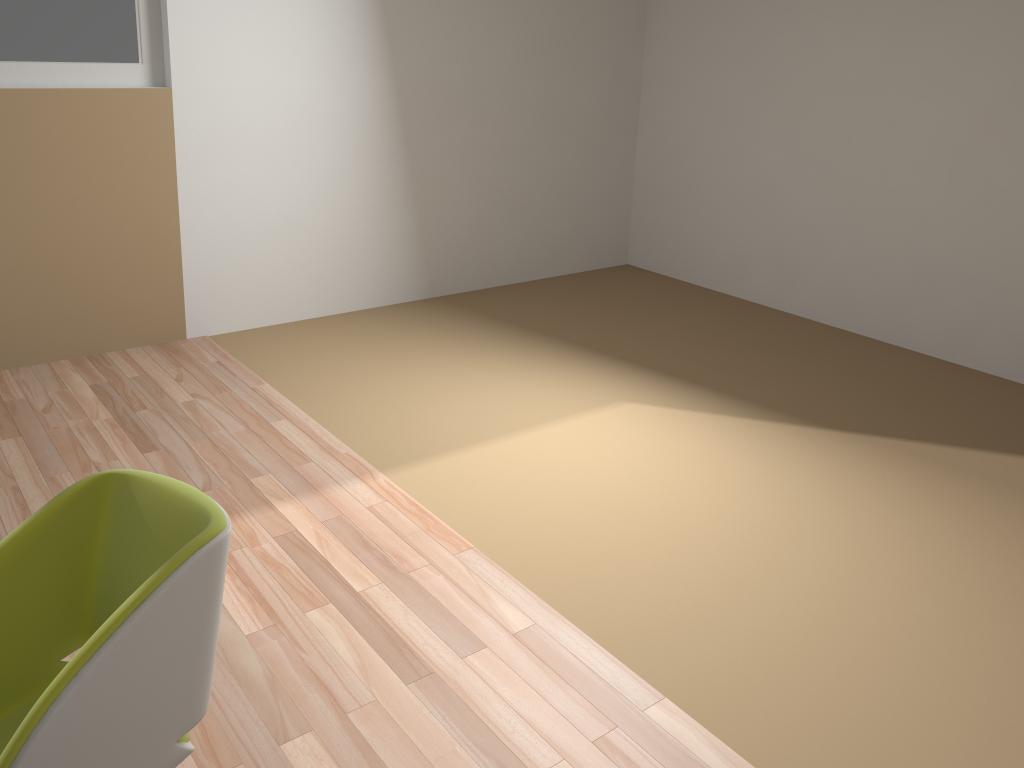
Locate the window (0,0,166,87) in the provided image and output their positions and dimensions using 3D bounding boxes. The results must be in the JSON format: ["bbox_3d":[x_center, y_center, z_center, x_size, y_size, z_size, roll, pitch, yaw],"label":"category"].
[{"bbox_3d":[-3.133,-1.953,3.097,3.677,1.739,0.046,-14,22,-37],"label":"window"}]

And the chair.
[{"bbox_3d":[-0.753,0.639,1.447,0.627,0.784,0.614,11,20,25],"label":"chair"}]
